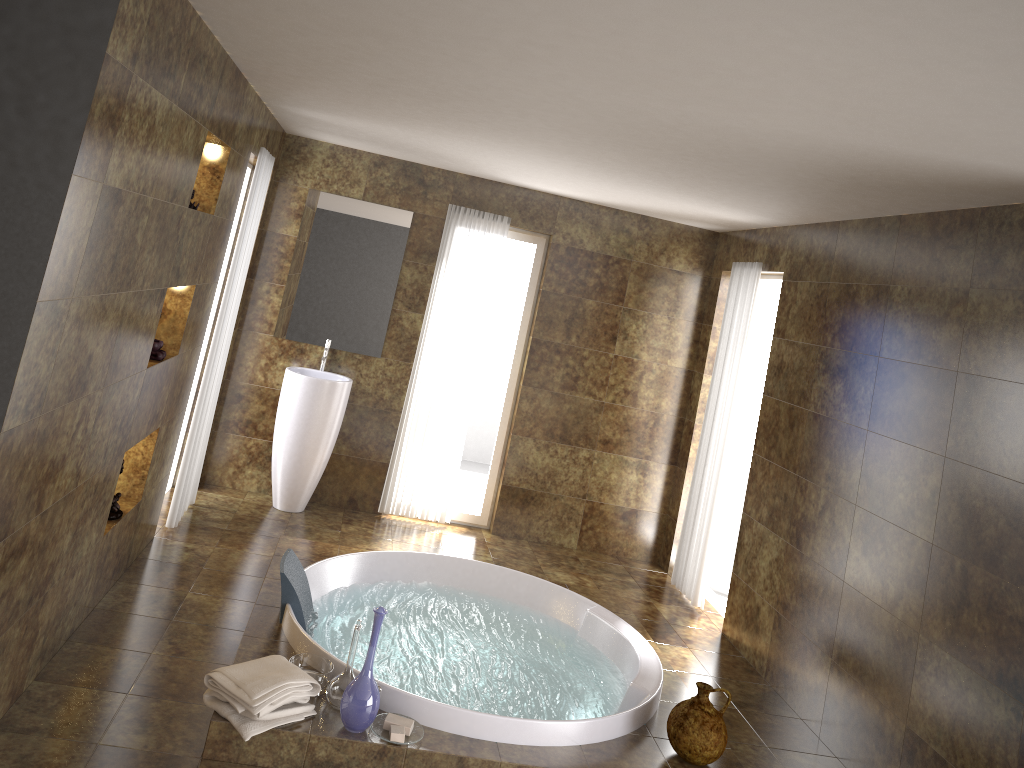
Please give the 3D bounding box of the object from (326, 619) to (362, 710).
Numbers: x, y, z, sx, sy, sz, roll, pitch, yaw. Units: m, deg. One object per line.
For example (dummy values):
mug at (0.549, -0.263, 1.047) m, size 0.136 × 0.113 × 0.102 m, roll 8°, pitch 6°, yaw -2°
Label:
object at (-0.594, 1.024, 3.176) m, size 0.130 × 0.311 × 0.128 m, roll 12°, pitch -5°, yaw -1°

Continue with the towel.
towel at (-0.882, 1.078, 3.041) m, size 0.346 × 0.151 × 0.313 m, roll 15°, pitch 5°, yaw 36°

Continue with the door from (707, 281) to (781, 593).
door at (1.932, 0.421, 6.074) m, size 0.976 × 2.249 × 0.038 m, roll 10°, pitch -7°, yaw 26°

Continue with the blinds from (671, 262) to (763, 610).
blinds at (1.374, 0.278, 5.820) m, size 0.068 × 2.299 × 0.479 m, roll 13°, pitch -6°, yaw -10°

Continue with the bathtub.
bathtub at (-0.198, 1.234, 3.992) m, size 1.779 × 0.527 × 1.717 m, roll 14°, pitch 5°, yaw 22°

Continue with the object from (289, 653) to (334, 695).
object at (-0.765, 1.096, 3.263) m, size 0.166 × 0.076 × 0.172 m, roll 10°, pitch 4°, yaw -27°

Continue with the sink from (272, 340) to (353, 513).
sink at (-1.387, 0.275, 5.870) m, size 0.457 × 1.147 × 0.432 m, roll 12°, pitch -5°, yaw -6°

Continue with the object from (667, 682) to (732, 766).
object at (0.720, 1.304, 3.335) m, size 0.224 × 0.277 × 0.234 m, roll 13°, pitch -2°, yaw -37°

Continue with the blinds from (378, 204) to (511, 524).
blinds at (-0.462, -0.165, 6.236) m, size 0.516 × 2.287 × 0.066 m, roll 13°, pitch -7°, yaw -7°

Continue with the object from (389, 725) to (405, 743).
object at (-0.398, 1.213, 2.996) m, size 0.053 × 0.034 × 0.073 m, roll 12°, pitch 4°, yaw -9°

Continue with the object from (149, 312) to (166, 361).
object at (-1.683, -0.264, 4.043) m, size 0.173 × 0.288 × 0.110 m, roll 12°, pitch -5°, yaw -8°

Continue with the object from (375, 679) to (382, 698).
object at (-0.509, 1.141, 3.167) m, size 0.058 × 0.116 × 0.056 m, roll 8°, pitch -6°, yaw 44°

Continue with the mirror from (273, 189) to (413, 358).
mirror at (-1.203, -0.796, 6.216) m, size 0.763 × 1.102 × 0.008 m, roll 12°, pitch -7°, yaw -7°

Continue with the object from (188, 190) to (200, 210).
object at (-1.532, -0.960, 4.061) m, size 0.151 × 0.269 × 0.121 m, roll 12°, pitch -5°, yaw -8°

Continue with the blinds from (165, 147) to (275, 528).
blinds at (-1.755, -0.337, 5.315) m, size 0.067 × 2.299 × 0.594 m, roll 13°, pitch -6°, yaw -10°

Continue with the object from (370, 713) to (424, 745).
object at (-0.406, 1.224, 3.053) m, size 0.187 × 0.018 × 0.192 m, roll 10°, pitch 6°, yaw -20°

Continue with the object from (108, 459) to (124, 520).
object at (-1.821, 0.458, 3.934) m, size 0.151 × 0.276 × 0.150 m, roll 12°, pitch -4°, yaw -8°

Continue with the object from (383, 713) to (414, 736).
object at (-0.402, 1.208, 3.066) m, size 0.101 × 0.032 × 0.060 m, roll 13°, pitch 3°, yaw 7°

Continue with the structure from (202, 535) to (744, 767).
structure at (-0.198, 1.242, 3.993) m, size 1.991 × 0.125 × 2.014 m, roll 11°, pitch 6°, yaw -8°

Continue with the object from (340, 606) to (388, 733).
object at (-0.508, 0.999, 3.054) m, size 0.136 × 0.424 × 0.133 m, roll 12°, pitch -6°, yaw -1°
